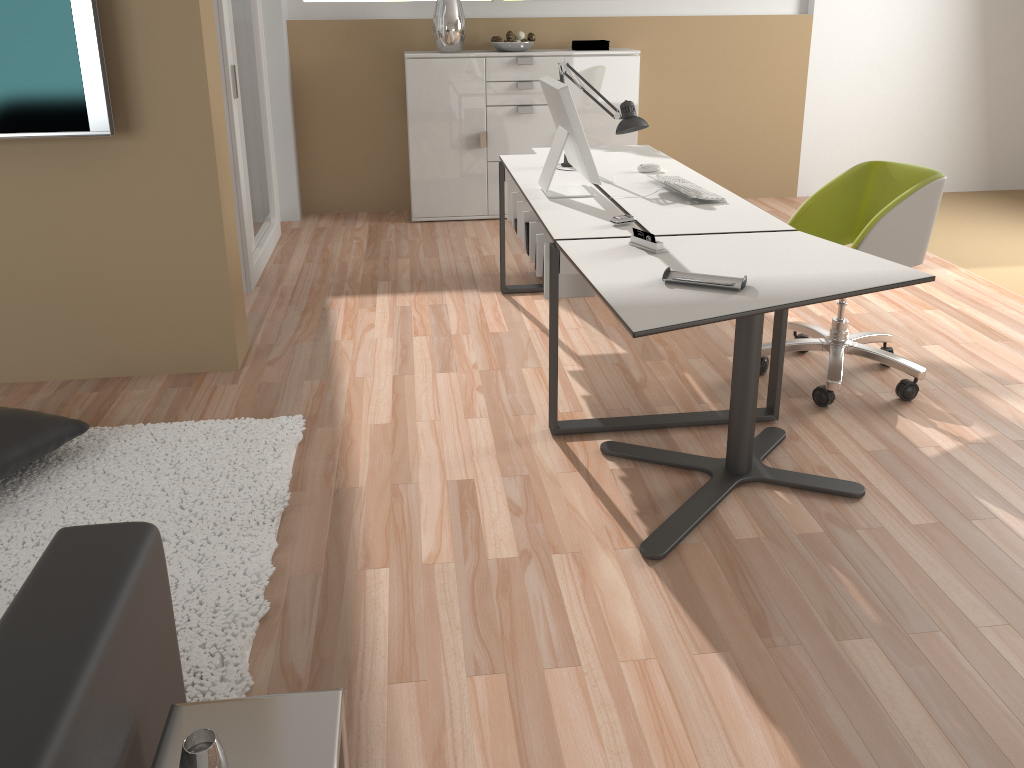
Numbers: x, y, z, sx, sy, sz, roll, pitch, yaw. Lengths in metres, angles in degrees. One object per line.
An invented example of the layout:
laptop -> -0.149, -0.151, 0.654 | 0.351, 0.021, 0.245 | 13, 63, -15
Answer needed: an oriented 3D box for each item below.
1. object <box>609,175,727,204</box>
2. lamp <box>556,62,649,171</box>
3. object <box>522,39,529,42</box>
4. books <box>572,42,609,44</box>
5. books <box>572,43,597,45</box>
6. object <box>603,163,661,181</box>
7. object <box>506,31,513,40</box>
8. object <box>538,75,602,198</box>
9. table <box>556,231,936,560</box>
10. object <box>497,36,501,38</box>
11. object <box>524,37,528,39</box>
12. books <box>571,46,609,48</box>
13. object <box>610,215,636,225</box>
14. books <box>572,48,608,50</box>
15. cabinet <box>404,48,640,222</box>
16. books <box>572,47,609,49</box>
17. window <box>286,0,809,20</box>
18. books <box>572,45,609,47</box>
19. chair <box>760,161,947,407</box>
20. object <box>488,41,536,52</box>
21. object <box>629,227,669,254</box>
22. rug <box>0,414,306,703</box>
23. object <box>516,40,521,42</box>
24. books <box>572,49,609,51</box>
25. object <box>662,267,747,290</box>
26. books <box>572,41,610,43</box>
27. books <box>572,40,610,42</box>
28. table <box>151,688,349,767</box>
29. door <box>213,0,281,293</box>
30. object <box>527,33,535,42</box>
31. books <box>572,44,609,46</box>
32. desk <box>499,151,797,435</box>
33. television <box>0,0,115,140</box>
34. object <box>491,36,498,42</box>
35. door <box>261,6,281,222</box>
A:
object -> 0.556, -0.737, 3.422 | 0.388, 0.077, 0.474 | -5, 24, -11
lamp -> 0.359, -1.093, 3.768 | 0.142, 0.509, 0.551 | -16, 26, -38
object -> 0.089, -2.220, 5.741 | 0.054, 0.061, 0.058 | -12, 23, -27
books -> 0.522, -2.272, 5.861 | 0.222, 0.007, 0.163 | -3, 24, -7
books -> 0.522, -2.268, 5.862 | 0.222, 0.007, 0.163 | -3, 24, -7
object -> 0.497, -0.887, 3.767 | 0.374, 0.077, 0.145 | -13, 25, -26
object -> -0.013, -2.302, 5.821 | 0.053, 0.068, 0.054 | -1, 20, 0
object -> 0.212, -0.949, 3.381 | 0.197, 0.415, 0.484 | -3, 21, -6
table -> 0.665, -0.003, 2.549 | 0.927, 0.663, 0.842 | -4, 22, -9
object -> -0.094, -2.268, 5.822 | 0.057, 0.062, 0.055 | 17, 27, 39
object -> 0.099, -2.249, 5.798 | 0.053, 0.064, 0.058 | -9, 22, -21
books -> 0.520, -2.246, 5.866 | 0.222, 0.006, 0.163 | -4, 24, -8
object -> 0.371, -0.549, 2.942 | 0.085, 0.020, 0.049 | -12, 25, -26
books -> 0.522, -2.236, 5.870 | 0.222, 0.006, 0.163 | -3, 24, -7
cabinet -> 0.063, -1.692, 5.952 | 1.524, 1.045, 0.432 | -3, 19, -7
books -> 0.522, -2.241, 5.868 | 0.222, 0.006, 0.163 | -3, 24, -7
window -> 0.297, -3.349, 5.805 | 3.636, 1.734, 0.047 | -3, 18, -7
books -> 0.523, -2.256, 5.863 | 0.222, 0.006, 0.163 | -3, 24, -7
chair -> 1.278, -0.402, 3.323 | 0.605, 0.780, 0.639 | -13, 23, -30
object -> 0.002, -2.220, 5.781 | 0.320, 0.061, 0.321 | -20, 30, -38
object -> 0.413, -0.438, 2.658 | 0.049, 0.053, 0.134 | -12, 25, -29
rug -> -1.624, 0.470, 2.308 | 2.025, 0.044, 1.507 | -3, 24, -6
object -> 0.040, -2.205, 5.730 | 0.055, 0.063, 0.054 | -6, 21, -15
books -> 0.521, -2.231, 5.870 | 0.222, 0.007, 0.163 | -3, 24, -6
object -> 0.508, -0.279, 2.320 | 0.217, 0.029, 0.092 | 9, 25, 22
books -> 0.524, -2.276, 5.856 | 0.222, 0.007, 0.163 | -3, 24, -6
books -> 0.525, -2.281, 5.855 | 0.222, 0.006, 0.163 | -3, 24, -7
table -> -0.346, 0.707, 1.217 | 0.239, 0.452, 0.236 | -3, 19, -6
door -> -1.425, -1.919, 4.661 | 0.060, 2.552, 1.232 | -3, 19, -6
object -> 0.126, -2.262, 5.753 | 0.053, 0.065, 0.055 | 0, 20, 1
books -> 0.522, -2.261, 5.860 | 0.222, 0.006, 0.163 | -3, 24, -5
desk -> 0.433, -0.493, 3.677 | 0.805, 0.661, 1.665 | -3, 23, -6
television -> -2.002, -1.112, 2.975 | 1.174, 0.558, 0.056 | -3, 18, -7
object -> -0.110, -2.248, 5.772 | 0.056, 0.062, 0.054 | -11, 23, -26
door -> -1.526, -2.066, 5.000 | 0.045, 2.552, 1.232 | -3, 19, -6
